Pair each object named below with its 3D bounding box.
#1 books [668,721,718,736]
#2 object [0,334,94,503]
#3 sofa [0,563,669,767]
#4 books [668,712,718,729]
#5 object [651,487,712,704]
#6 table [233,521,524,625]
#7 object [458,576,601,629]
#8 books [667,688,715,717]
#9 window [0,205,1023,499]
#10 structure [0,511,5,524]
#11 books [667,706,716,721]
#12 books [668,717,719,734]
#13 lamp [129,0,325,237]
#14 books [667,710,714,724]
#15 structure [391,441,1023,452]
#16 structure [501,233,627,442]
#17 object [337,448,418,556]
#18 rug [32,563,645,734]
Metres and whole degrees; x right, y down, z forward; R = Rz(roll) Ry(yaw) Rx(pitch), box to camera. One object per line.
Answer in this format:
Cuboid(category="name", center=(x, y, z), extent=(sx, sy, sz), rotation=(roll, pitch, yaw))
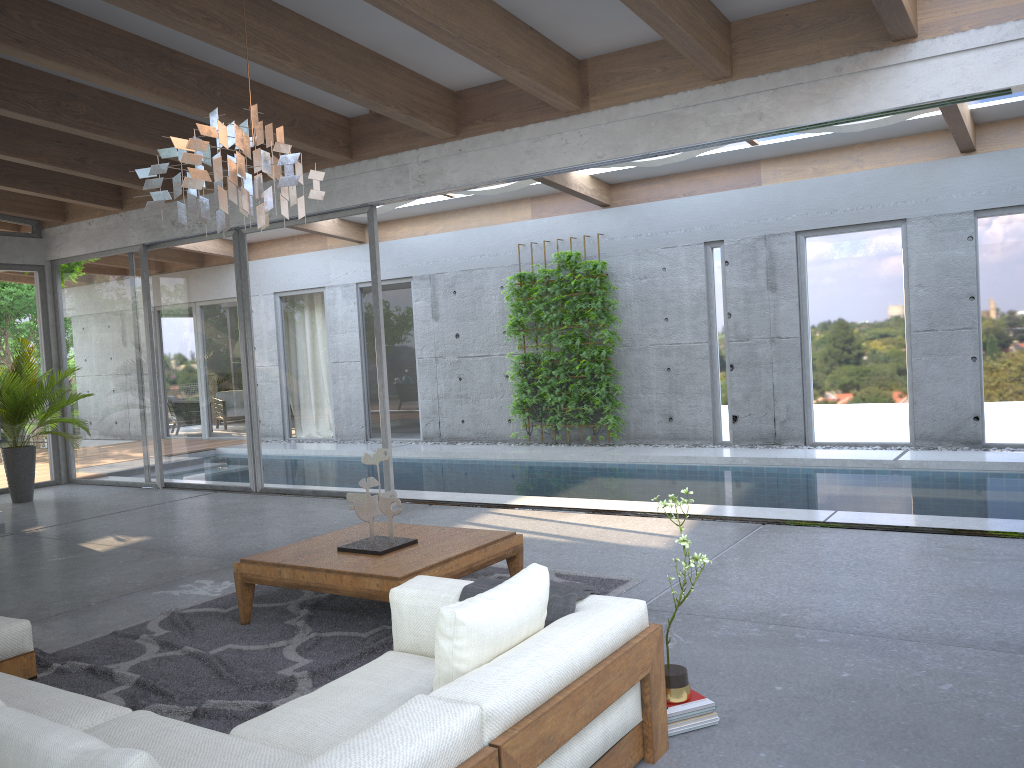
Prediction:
Cuboid(category="books", center=(0.563, 1.184, 3.182), extent=(0.219, 0.012, 0.286), rotation=(-4, 3, -22))
Cuboid(category="object", center=(-5.339, 0.362, 9.555), extent=(1.798, 1.819, 1.484), rotation=(-1, 3, 40))
Cuboid(category="sofa", center=(-1.597, 1.016, 3.094), extent=(3.733, 0.777, 1.965), rotation=(-2, 3, 32))
Cuboid(category="books", center=(0.562, 1.159, 3.181), extent=(0.219, 0.012, 0.286), rotation=(-4, 3, -22))
Cuboid(category="object", center=(0.592, 0.740, 3.117), extent=(0.171, 0.750, 0.238), rotation=(-5, 3, -36))
Cuboid(category="table", center=(-0.678, 1.028, 4.705), extent=(1.112, 0.352, 1.048), rotation=(-2, 3, 32))
Cuboid(category="object", center=(0.028, 1.038, 2.948), extent=(0.472, 0.704, 0.857), rotation=(-2, 3, 29))
Cuboid(category="books", center=(0.552, 1.122, 3.186), extent=(0.219, 0.012, 0.286), rotation=(-4, 3, -22))
Cuboid(category="window", center=(-0.590, -0.662, 4.396), extent=(23.280, 3.764, 14.294), rotation=(-2, 3, 32))
Cuboid(category="structure", center=(-6.201, 1.100, 7.984), extent=(2.203, 0.595, 2.012), rotation=(-2, 3, 32))
Cuboid(category="books", center=(0.558, 1.134, 3.186), extent=(0.219, 0.012, 0.286), rotation=(-4, 3, -22))
Cuboid(category="books", center=(0.567, 1.171, 3.179), extent=(0.219, 0.012, 0.286), rotation=(-4, 3, -22))
Cuboid(category="lamp", center=(-1.256, -1.329, 3.730), extent=(0.862, 1.400, 0.636), rotation=(-4, 2, -11))
Cuboid(category="books", center=(0.549, 1.147, 3.190), extent=(0.219, 0.012, 0.286), rotation=(-4, 3, -22))
Cuboid(category="structure", center=(1.473, 0.800, 11.466), extent=(13.673, 0.068, 0.477), rotation=(-2, 3, 32))
Cuboid(category="structure", center=(2.722, -0.532, 7.877), extent=(2.739, 2.687, 10.282), rotation=(-5, 3, -40))
Cuboid(category="object", center=(-0.737, 0.597, 4.678), extent=(0.379, 0.518, 0.346), rotation=(-2, 3, 32))
Cuboid(category="rug", center=(-1.018, 1.211, 4.268), extent=(2.187, 0.056, 3.186), rotation=(-2, 3, 33))
